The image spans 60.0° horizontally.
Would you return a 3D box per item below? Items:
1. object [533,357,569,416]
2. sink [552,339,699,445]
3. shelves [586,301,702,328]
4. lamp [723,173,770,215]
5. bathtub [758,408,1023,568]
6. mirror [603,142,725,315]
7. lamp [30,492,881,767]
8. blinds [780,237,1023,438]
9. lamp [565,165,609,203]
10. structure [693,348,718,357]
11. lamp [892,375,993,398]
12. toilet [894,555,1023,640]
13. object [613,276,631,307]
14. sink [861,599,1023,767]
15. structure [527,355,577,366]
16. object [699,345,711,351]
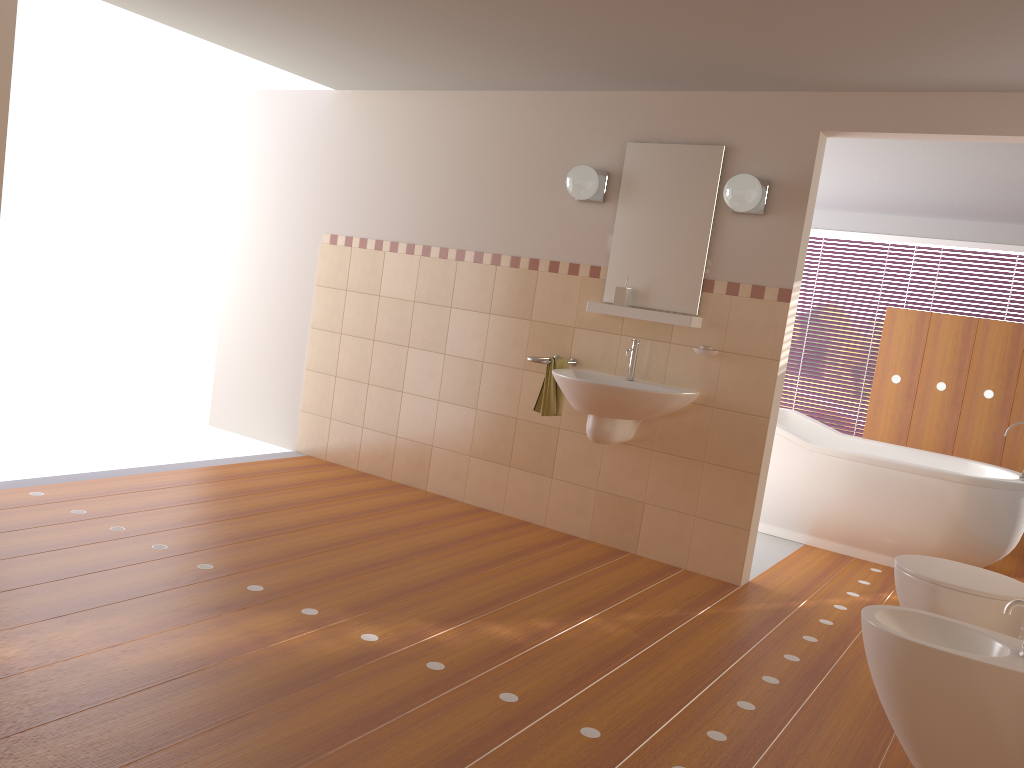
[{"bbox_3d":[0.219,0.018,4.464,0.181,0.306,0.085,3,8,-42],"label":"object"},{"bbox_3d":[0.479,0.041,4.188,0.683,0.516,0.539,12,7,31],"label":"sink"},{"bbox_3d":[0.639,-0.338,4.317,0.554,0.050,0.138,12,7,31],"label":"shelves"},{"bbox_3d":[1.049,-0.861,4.010,0.173,0.173,0.209,12,7,31],"label":"lamp"},{"bbox_3d":[2.116,0.517,5.310,1.874,0.900,0.888,12,7,31],"label":"bathtub"},{"bbox_3d":[0.728,-0.765,4.316,0.502,0.799,0.008,12,7,31],"label":"mirror"},{"bbox_3d":[-0.091,0.752,4.400,3.173,0.001,2.893,12,7,31],"label":"lamp"},{"bbox_3d":[3.567,-0.058,7.139,4.712,2.022,0.032,12,7,31],"label":"blinds"},{"bbox_3d":[0.360,-1.006,4.441,0.173,0.173,0.209,12,7,31],"label":"lamp"},{"bbox_3d":[0.905,-0.148,4.179,0.117,0.029,0.092,12,7,31],"label":"structure"},{"bbox_3d":[3.053,0.065,5.680,1.169,0.052,0.001,12,7,31],"label":"lamp"},{"bbox_3d":[1.548,0.853,3.011,0.534,0.400,0.375,12,7,31],"label":"toilet"},{"bbox_3d":[0.545,-0.458,4.366,0.063,0.149,0.073,12,7,31],"label":"object"},{"bbox_3d":[1.211,0.806,2.439,0.515,0.517,0.335,12,7,31],"label":"sink"},{"bbox_3d":[0.192,-0.119,4.484,0.142,0.042,0.333,12,7,31],"label":"structure"},{"bbox_3d":[0.910,-0.169,4.177,0.050,0.023,0.075,8,6,-4],"label":"object"}]
